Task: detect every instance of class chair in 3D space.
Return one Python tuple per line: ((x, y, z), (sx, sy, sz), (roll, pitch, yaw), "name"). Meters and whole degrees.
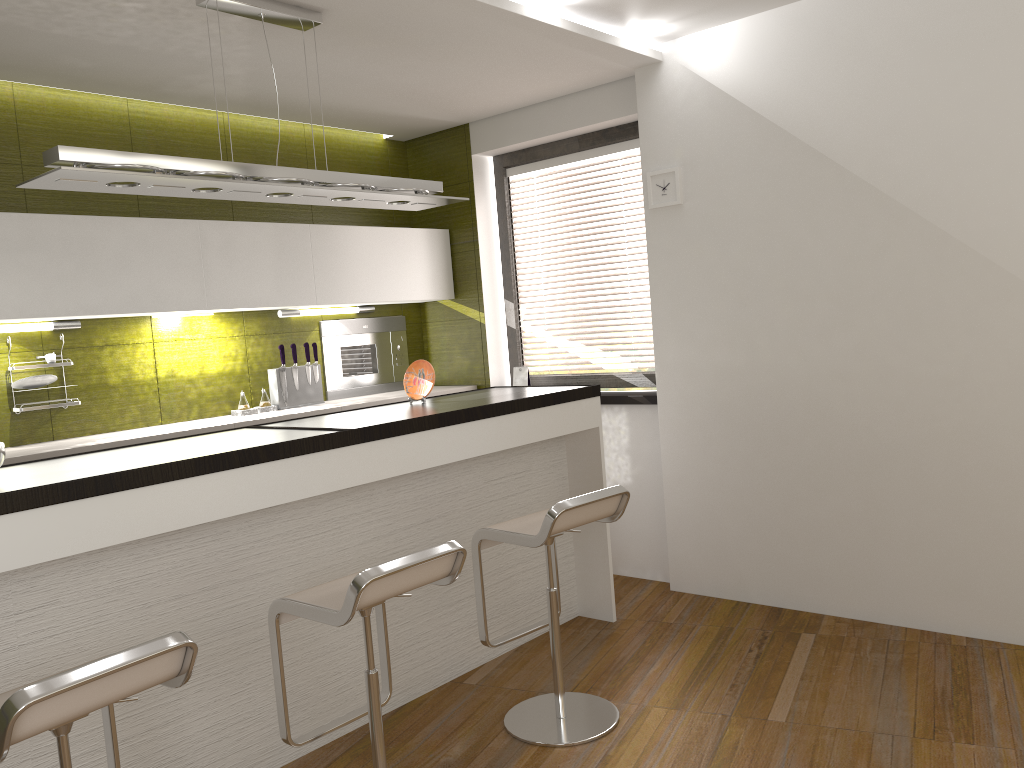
((-0.387, 0.886, 2.554), (0.460, 0.857, 0.418), (-1, 5, 41), "chair")
((0.162, 0.798, 3.193), (0.418, 0.857, 0.460), (-8, 5, -44), "chair")
((-0.936, 0.975, 1.916), (0.460, 0.857, 0.418), (-2, 5, 36), "chair")

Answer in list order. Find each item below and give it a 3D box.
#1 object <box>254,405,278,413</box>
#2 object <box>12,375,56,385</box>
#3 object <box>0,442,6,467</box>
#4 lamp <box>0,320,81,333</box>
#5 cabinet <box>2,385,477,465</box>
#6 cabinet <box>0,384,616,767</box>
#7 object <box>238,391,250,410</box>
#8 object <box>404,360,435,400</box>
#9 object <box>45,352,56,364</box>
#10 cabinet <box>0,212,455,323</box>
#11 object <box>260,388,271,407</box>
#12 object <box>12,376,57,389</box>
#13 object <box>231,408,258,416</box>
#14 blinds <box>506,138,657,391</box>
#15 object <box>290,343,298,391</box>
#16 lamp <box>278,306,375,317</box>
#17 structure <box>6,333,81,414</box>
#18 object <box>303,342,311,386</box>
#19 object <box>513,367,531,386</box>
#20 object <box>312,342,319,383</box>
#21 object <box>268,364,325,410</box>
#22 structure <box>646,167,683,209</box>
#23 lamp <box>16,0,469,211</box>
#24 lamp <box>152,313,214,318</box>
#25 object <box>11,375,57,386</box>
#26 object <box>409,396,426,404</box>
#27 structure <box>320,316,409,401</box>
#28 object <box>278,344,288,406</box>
((-1.323, 0.135, 4.761), (0.107, 0.032, 0.107), (-8, 5, -37), "object")
((-2.097, -0.009, 3.895), (0.173, 0.052, 0.181), (-1, 5, 41), "object")
((-1.545, 0.232, 2.398), (0.311, 0.105, 0.311), (-7, 5, -36), "object")
((-2.240, -0.237, 3.844), (0.041, 0.041, 0.715), (-1, 5, 41), "lamp")
((-1.304, 0.705, 4.580), (0.465, 1.086, 2.940), (-1, 5, 41), "cabinet")
((-0.748, 0.724, 3.297), (0.663, 1.134, 2.947), (-1, 5, 41), "cabinet")
((-1.407, 0.094, 4.645), (0.059, 0.121, 0.059), (-5, 4, -3), "object")
((-0.414, -0.019, 3.962), (0.184, 0.178, 0.055), (-2, 5, 37), "object")
((-2.076, -0.114, 3.988), (0.046, 0.053, 0.051), (-6, 4, -18), "object")
((-1.610, 0.235, 4.426), (0.724, 2.089, 3.471), (-1, 5, 41), "cabinet")
((-1.327, 0.080, 4.757), (0.059, 0.121, 0.059), (-4, 4, 8), "object")
((-2.096, -0.006, 3.895), (0.173, 0.052, 0.181), (-1, 5, 41), "object")
((-1.403, 0.149, 4.649), (0.107, 0.032, 0.107), (-1, 5, 41), "object")
((-0.051, -3.461, 9.083), (16.000, 12.704, 9.030), (-5, 4, -9), "blinds")
((-1.190, -0.090, 4.851), (0.013, 0.264, 0.042), (-1, 5, 41), "object")
((-1.066, -0.423, 5.162), (0.095, 0.041, 0.716), (-1, 5, 41), "lamp")
((-2.092, -0.049, 3.952), (0.110, 0.346, 0.266), (-1, 5, 41), "structure")
((-1.133, -0.110, 4.917), (0.013, 0.243, 0.036), (-1, 5, 41), "object")
((0.058, -0.017, 5.306), (0.106, 0.169, 0.057), (-2, 5, 35), "object")
((-1.100, -0.117, 4.955), (0.013, 0.231, 0.040), (-1, 5, 41), "object")
((-1.193, 0.017, 4.906), (0.107, 0.227, 0.293), (-1, 5, 41), "object")
((0.755, -0.968, 4.386), (0.180, 0.180, 0.026), (-1, 5, 41), "structure")
((-0.875, -1.027, 3.211), (0.326, 0.683, 1.677), (-1, 5, 41), "lamp")
((-1.675, -0.348, 4.522), (0.008, 0.008, 0.334), (-1, 5, 41), "lamp")
((-2.098, -0.012, 3.896), (0.173, 0.052, 0.181), (-1, 5, 41), "object")
((-0.411, 0.019, 3.964), (0.088, 0.131, 0.072), (-2, 5, 36), "object")
((-0.880, -0.166, 5.423), (0.015, 0.469, 0.663), (-1, 5, 41), "structure")
((-1.238, -0.045, 4.794), (0.013, 0.339, 0.046), (-1, 5, 41), "object")
